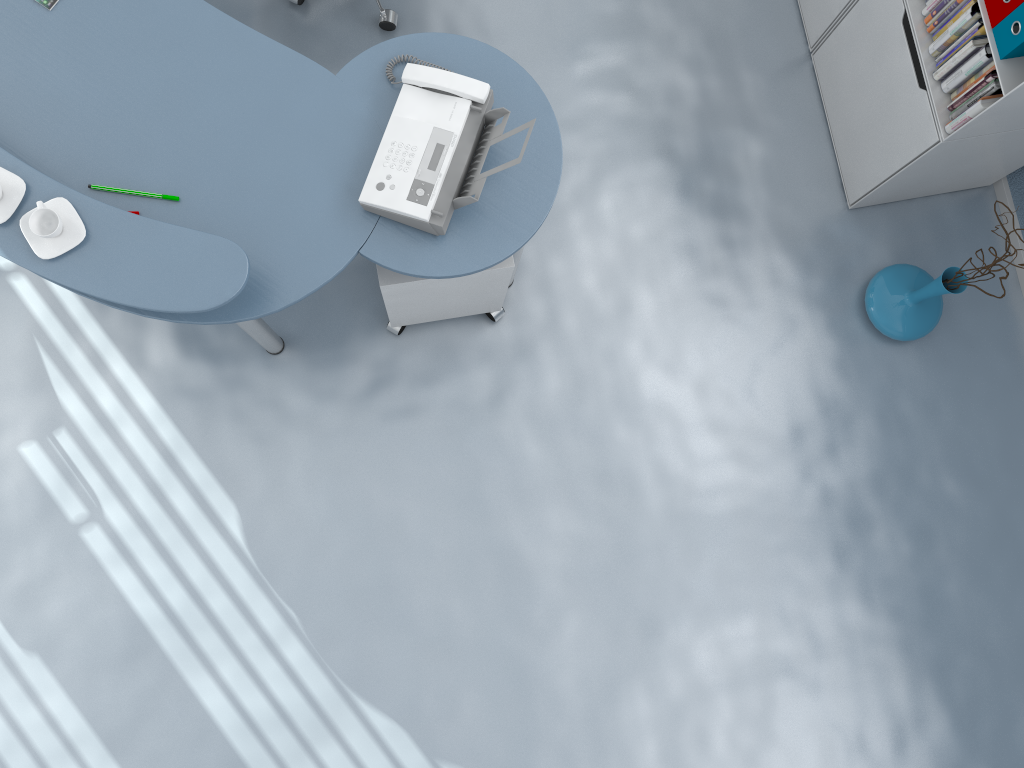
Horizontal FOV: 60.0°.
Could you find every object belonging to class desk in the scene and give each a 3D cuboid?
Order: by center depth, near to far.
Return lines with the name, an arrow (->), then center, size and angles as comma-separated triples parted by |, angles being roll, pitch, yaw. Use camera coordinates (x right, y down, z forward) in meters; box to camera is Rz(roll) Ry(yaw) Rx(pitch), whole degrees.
desk -> -1.009, -0.972, 2.456 | 1.402, 0.900, 2.282 | -35, 86, -8

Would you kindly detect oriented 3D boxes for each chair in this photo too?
chair -> -0.484, -1.513, 2.546 | 0.652, 0.948, 0.584 | -5, 83, -5

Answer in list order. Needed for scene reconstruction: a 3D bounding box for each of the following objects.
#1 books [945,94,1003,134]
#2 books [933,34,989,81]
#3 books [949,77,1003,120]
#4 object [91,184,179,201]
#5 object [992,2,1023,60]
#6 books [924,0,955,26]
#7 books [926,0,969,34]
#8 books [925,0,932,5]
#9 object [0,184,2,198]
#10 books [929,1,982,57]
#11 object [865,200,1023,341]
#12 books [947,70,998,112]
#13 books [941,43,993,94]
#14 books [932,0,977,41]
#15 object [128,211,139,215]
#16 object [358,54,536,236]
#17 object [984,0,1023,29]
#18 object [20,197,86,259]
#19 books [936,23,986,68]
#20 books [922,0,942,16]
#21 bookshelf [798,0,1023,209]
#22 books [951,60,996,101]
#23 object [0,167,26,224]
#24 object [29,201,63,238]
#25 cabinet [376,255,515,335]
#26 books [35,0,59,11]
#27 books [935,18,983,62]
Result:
books -> 1.295, -0.733, 2.388 | 0.178, 0.163, 0.032 | -10, 83, -6
books -> 1.268, -0.888, 2.396 | 0.173, 0.184, 0.032 | -10, 83, -6
books -> 1.301, -0.768, 2.373 | 0.157, 0.203, 0.032 | -10, 83, -6
object -> -0.883, -0.448, 2.079 | 0.200, 0.010, 0.011 | 7, 82, -4
object -> 1.304, -0.878, 2.097 | 0.181, 0.247, 0.082 | -10, 83, -6
books -> 1.246, -1.047, 2.406 | 0.157, 0.203, 0.032 | -10, 83, -6
books -> 1.250, -1.019, 2.418 | 0.157, 0.172, 0.021 | -10, 83, -6
books -> 1.246, -1.103, 2.400 | 0.138, 0.229, 0.032 | -10, 83, -6
object -> -1.117, -0.419, 1.887 | 0.062, 0.049, 0.078 | -20, 84, -7
books -> 1.259, -0.962, 2.389 | 0.166, 0.217, 0.038 | -10, 83, -6
object -> 1.344, -0.287, 2.517 | 0.312, 0.972, 0.357 | -35, 86, -8
books -> 1.295, -0.794, 2.379 | 0.157, 0.198, 0.022 | -10, 83, -6
books -> 1.284, -0.855, 2.383 | 0.157, 0.203, 0.040 | -10, 83, -6
books -> 1.261, -0.996, 2.406 | 0.146, 0.193, 0.032 | -10, 83, -6
object -> -0.973, -0.397, 2.065 | 0.200, 0.010, 0.011 | -1, 82, -5
object -> -0.158, -0.582, 2.018 | 0.399, 0.280, 0.405 | 19, 81, -2
object -> 1.288, -0.959, 2.107 | 0.181, 0.247, 0.082 | -10, 83, -6
object -> -0.987, -0.334, 1.911 | 0.119, 0.016, 0.119 | -32, 86, -8
books -> 1.273, -0.919, 2.368 | 0.157, 0.247, 0.021 | -10, 83, -6
books -> 1.241, -1.073, 2.412 | 0.157, 0.198, 0.022 | -10, 83, -6
bookshelf -> 1.231, -1.837, 2.623 | 0.521, 1.141, 2.294 | -10, 83, -6
books -> 1.301, -0.824, 2.367 | 0.138, 0.229, 0.032 | -10, 83, -6
object -> -1.116, -0.408, 1.910 | 0.119, 0.016, 0.119 | 27, 81, -1
object -> -0.983, -0.344, 1.888 | 0.062, 0.049, 0.078 | 11, 82, -3
cabinet -> -0.229, -0.486, 2.604 | 0.383, 0.605, 0.559 | -9, 83, -6
books -> -1.175, -1.060, 2.140 | 0.300, 0.005, 0.200 | 34, 81, 0
books -> 1.269, -0.935, 2.393 | 0.155, 0.203, 0.017 | -10, 83, -6
